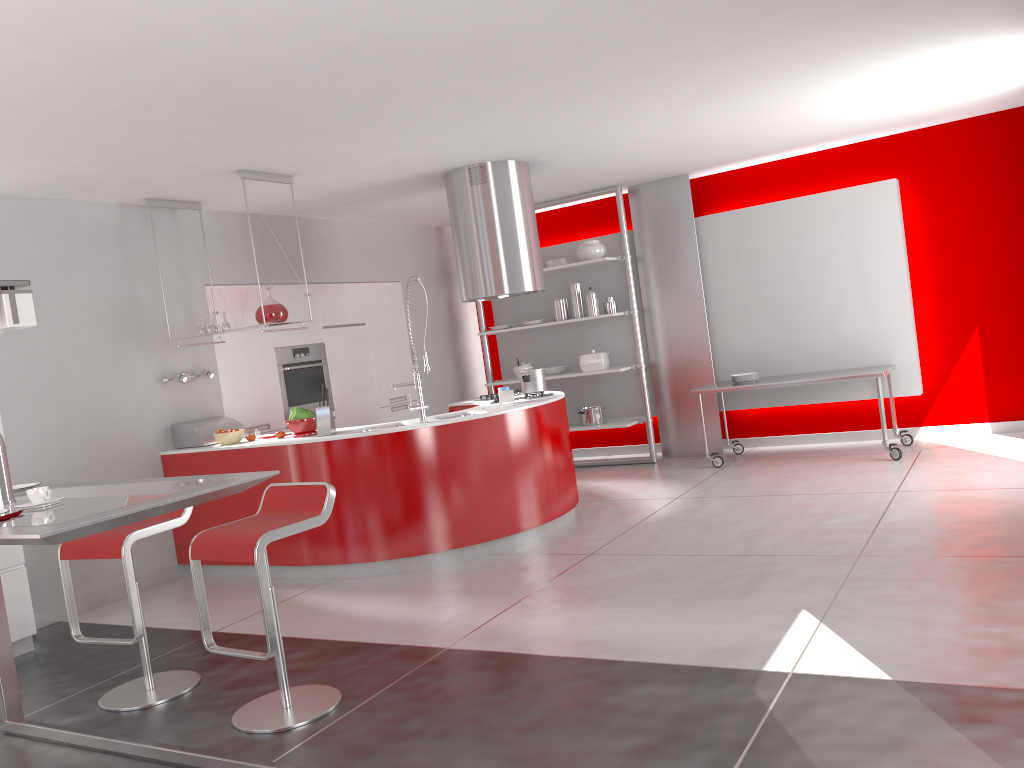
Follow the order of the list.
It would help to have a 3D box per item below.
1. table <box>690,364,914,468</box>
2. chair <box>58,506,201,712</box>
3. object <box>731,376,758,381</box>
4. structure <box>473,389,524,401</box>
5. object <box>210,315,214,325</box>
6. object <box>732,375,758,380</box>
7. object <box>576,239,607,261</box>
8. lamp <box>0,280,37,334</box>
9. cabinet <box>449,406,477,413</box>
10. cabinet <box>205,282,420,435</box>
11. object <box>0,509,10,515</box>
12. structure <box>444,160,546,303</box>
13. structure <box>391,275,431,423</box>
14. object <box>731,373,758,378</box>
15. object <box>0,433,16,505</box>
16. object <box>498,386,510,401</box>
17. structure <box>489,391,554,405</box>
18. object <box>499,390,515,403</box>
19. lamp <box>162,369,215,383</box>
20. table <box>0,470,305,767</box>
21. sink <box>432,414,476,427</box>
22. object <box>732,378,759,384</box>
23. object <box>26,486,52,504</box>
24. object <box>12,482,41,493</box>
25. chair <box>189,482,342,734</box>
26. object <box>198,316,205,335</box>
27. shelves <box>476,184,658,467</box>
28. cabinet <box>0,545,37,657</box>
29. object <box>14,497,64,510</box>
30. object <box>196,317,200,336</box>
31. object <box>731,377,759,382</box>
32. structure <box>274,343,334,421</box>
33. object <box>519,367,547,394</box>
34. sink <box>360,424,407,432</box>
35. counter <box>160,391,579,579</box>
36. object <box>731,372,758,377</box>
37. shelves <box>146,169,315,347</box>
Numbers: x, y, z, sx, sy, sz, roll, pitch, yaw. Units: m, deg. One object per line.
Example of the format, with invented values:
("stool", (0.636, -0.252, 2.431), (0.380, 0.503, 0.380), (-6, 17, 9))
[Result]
("table", (2.429, 0.280, 7.472), (1.627, 0.682, 0.749), (-6, 3, 32))
("chair", (-1.639, 0.926, 3.902), (0.418, 0.857, 0.460), (-7, 3, 26))
("object", (2.004, -0.044, 7.628), (0.228, 0.020, 0.228), (-7, 3, 12))
("structure", (-0.051, 0.082, 6.992), (0.457, 0.037, 0.303), (-9, 3, -29))
("object", (-2.078, -0.407, 6.169), (0.060, 0.141, 0.060), (-6, 3, 31))
("object", (2.002, -0.054, 7.627), (0.228, 0.020, 0.228), (-7, 3, 12))
("object", (0.749, -1.262, 8.385), (0.287, 0.222, 0.287), (-9, 3, -15))
("lamp", (-1.864, -0.672, 2.895), (0.304, 1.025, 0.304), (-6, 3, 31))
("cabinet", (-1.050, 0.680, 6.397), (1.875, 0.761, 1.025), (-9, 3, -14))
("cabinet", (-1.806, 0.169, 7.826), (0.614, 2.026, 2.398), (-6, 3, 31))
("object", (-1.583, 0.396, 2.580), (0.217, 0.015, 0.217), (-10, 3, -35))
("structure", (-0.128, -1.130, 6.687), (0.644, 0.958, 0.644), (-8, 3, -3))
("structure", (-0.622, -0.216, 5.550), (0.308, 0.920, 0.178), (-9, 3, -16))
("object", (2.001, -0.064, 7.627), (0.228, 0.020, 0.228), (-7, 3, 12))
("object", (-1.763, 0.264, 2.984), (0.149, 0.287, 0.113), (-6, 3, 39))
("object", (-0.052, 0.071, 6.163), (0.080, 0.100, 0.109), (-8, 3, 4))
("structure", (0.070, 0.091, 6.472), (0.457, 0.037, 0.303), (-8, 3, 6))
("object", (-0.035, 0.083, 6.034), (0.100, 0.080, 0.109), (-8, 3, 1))
("lamp", (-2.280, -0.053, 6.321), (0.155, 0.081, 0.454), (-6, 3, 31))
("table", (-1.601, 0.894, 2.942), (1.700, 1.000, 0.800), (-6, 3, 31))
("sink", (-0.340, 0.307, 5.780), (0.326, 0.172, 0.428), (-9, 3, -20))
("object", (2.007, -0.024, 7.629), (0.228, 0.020, 0.228), (-7, 3, 12))
("object", (-1.467, 0.349, 2.752), (0.062, 0.049, 0.078), (-10, 3, -37))
("object", (-1.906, 0.403, 3.365), (0.217, 0.015, 0.217), (-9, 3, -23))
("chair", (-0.926, 0.848, 3.472), (0.418, 0.857, 0.460), (-6, 3, 35))
("object", (-2.123, -0.397, 6.076), (0.060, 0.141, 0.060), (-8, 3, 7))
("shelves", (0.440, -0.470, 8.639), (1.735, 2.599, 0.535), (-6, 3, 31))
("cabinet", (-3.327, 1.135, 4.161), (0.610, 0.880, 1.802), (-6, 3, 31))
("object", (-1.469, 0.373, 2.760), (0.119, 0.016, 0.119), (-7, 3, 11))
("object", (-2.169, -0.394, 6.160), (0.060, 0.141, 0.060), (-6, 3, 31))
("object", (2.005, -0.034, 7.628), (0.228, 0.020, 0.228), (-7, 3, 12))
("structure", (-1.712, -0.029, 7.398), (0.050, 0.589, 0.599), (-6, 3, 31))
("object", (0.153, -0.032, 6.454), (0.189, 0.185, 0.218), (-8, 3, -7))
("sink", (-0.806, 0.377, 5.659), (0.326, 0.172, 0.428), (-8, 3, -8))
("counter", (-0.836, 0.691, 6.226), (2.865, 0.880, 1.868), (-9, 3, -26))
("object", (2.000, -0.075, 7.626), (0.228, 0.020, 0.228), (-7, 3, 12))
("shelves", (-1.903, -0.817, 5.992), (0.934, 1.023, 0.462), (-6, 3, 31))
